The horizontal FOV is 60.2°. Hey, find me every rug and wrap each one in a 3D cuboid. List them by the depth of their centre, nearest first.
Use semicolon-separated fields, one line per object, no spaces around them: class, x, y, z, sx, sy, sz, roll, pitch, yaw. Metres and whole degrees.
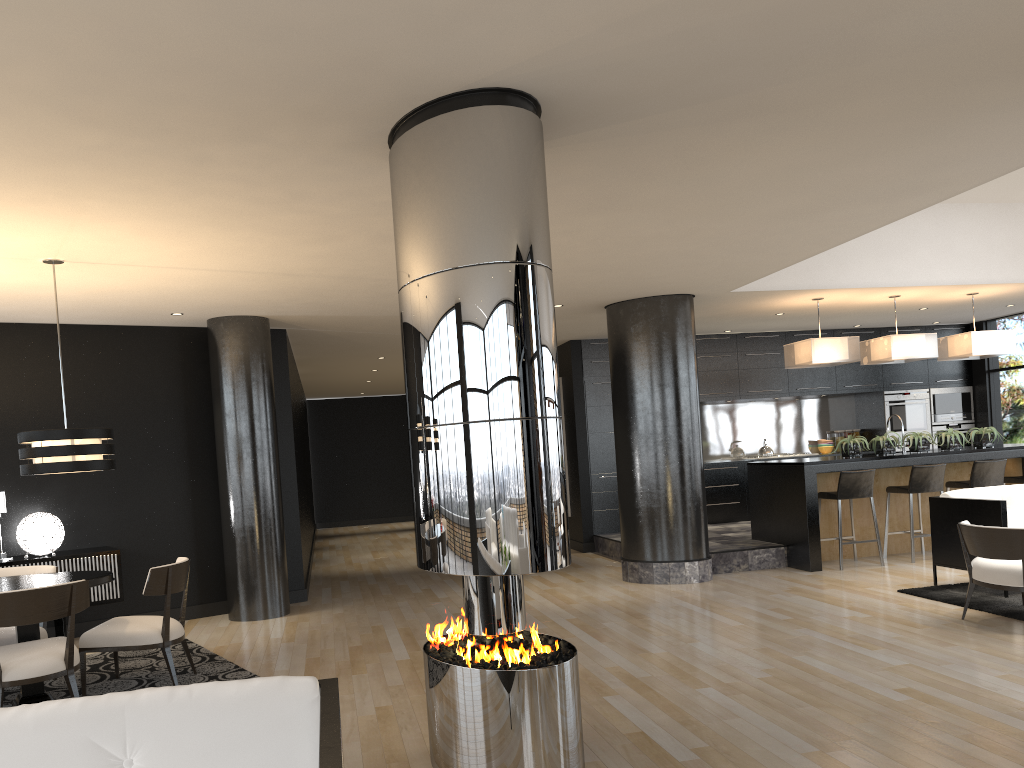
rug;-3.429;1.977;5.049;3.713;0.011;2.730;-1;-5;-35
rug;4.890;1.515;6.317;3.029;0.011;2.490;-3;-4;-11

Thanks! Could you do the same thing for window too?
window;1.644;-0.818;4.289;15.855;4.781;10.171;-2;-4;-25

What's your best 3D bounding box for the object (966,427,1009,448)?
object;4.989;0.564;9.347;0.398;0.217;0.407;-5;-3;13

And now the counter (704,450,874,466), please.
counter;3.719;1.035;12.275;2.857;0.034;0.733;-3;-4;-12

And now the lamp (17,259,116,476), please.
lamp;-2.809;-0.109;5.503;0.534;1.328;0.537;-4;0;-35

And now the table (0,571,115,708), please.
table;-3.395;1.596;5.065;2.101;0.768;1.214;-1;-4;-33

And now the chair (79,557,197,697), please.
chair;-2.369;1.556;5.681;0.616;0.806;0.644;-4;-1;-6

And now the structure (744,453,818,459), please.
structure;3.720;1.010;12.256;0.899;0.066;0.522;-3;-4;-12

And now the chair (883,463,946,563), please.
chair;4.105;1.293;8.945;0.475;0.963;0.520;-4;0;-12

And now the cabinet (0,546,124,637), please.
cabinet;-4.326;1.806;6.977;2.232;0.766;0.612;-1;-2;-34

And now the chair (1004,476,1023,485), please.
chair;5.445;1.225;9.229;0.475;0.963;0.520;-4;0;-12

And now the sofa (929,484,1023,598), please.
sofa;4.596;1.206;7.211;2.029;0.803;0.840;-3;-2;-12

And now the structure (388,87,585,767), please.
structure;-0.119;0.291;3.765;0.585;2.742;0.894;-4;1;-24

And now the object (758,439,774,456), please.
object;3.483;0.868;12.125;0.220;0.230;0.222;-3;-2;-20

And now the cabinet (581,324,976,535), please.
cabinet;3.694;0.578;12.243;5.720;2.527;0.729;-3;1;-12

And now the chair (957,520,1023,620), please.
chair;3.402;1.247;5.847;0.683;0.674;0.807;-3;-2;-12

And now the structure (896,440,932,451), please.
structure;5.556;1.159;12.307;0.700;0.707;0.086;-4;1;-12

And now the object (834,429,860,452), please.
object;4.849;0.820;12.745;0.365;0.316;0.114;-3;0;-12

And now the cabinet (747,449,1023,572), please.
cabinet;4.258;1.282;9.448;3.110;1.038;1.183;-3;-2;-12

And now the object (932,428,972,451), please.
object;4.623;0.568;9.211;0.407;0.239;0.398;-5;-3;13

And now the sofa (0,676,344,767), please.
sofa;-1.383;1.205;1.931;2.029;0.803;0.840;-3;-2;-12

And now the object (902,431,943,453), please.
object;4.256;0.597;9.131;0.407;0.217;0.398;-5;-3;13

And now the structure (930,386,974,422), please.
structure;6.196;0.285;12.429;0.675;0.474;0.026;-3;1;-12

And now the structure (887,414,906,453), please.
structure;4.166;0.846;9.727;2.773;1.019;0.657;-3;-1;-12

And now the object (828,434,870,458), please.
object;3.421;0.633;9.005;0.407;0.239;0.398;-5;-3;13

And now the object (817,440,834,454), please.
object;4.492;0.896;12.645;0.204;0.205;0.185;-4;-1;-11

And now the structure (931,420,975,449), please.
structure;6.227;0.748;12.439;0.677;0.445;0.070;-3;1;-12

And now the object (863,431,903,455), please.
object;3.826;0.610;9.066;0.398;0.239;0.407;-4;-3;13

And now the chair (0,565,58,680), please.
chair;-3.324;1.625;5.744;0.642;0.806;0.617;-4;-1;-6

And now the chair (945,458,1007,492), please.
chair;4.787;1.258;9.090;0.475;0.963;0.520;-4;0;-12

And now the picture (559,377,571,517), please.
picture;0.610;0.895;12.385;0.077;1.873;1.157;-4;0;-12

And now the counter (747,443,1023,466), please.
counter;4.223;0.748;9.438;3.110;0.032;1.184;-3;-4;-12

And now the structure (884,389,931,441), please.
structure;5.508;0.440;12.293;0.700;0.707;0.086;-4;1;-12

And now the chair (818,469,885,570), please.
chair;3.336;1.332;8.782;0.475;0.963;0.520;-4;0;-12

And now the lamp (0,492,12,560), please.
lamp;-4.159;1.150;7.165;0.132;0.550;0.124;-4;1;18

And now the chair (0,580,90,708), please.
chair;-2.731;1.525;4.955;0.641;0.806;0.618;-3;-1;-41
